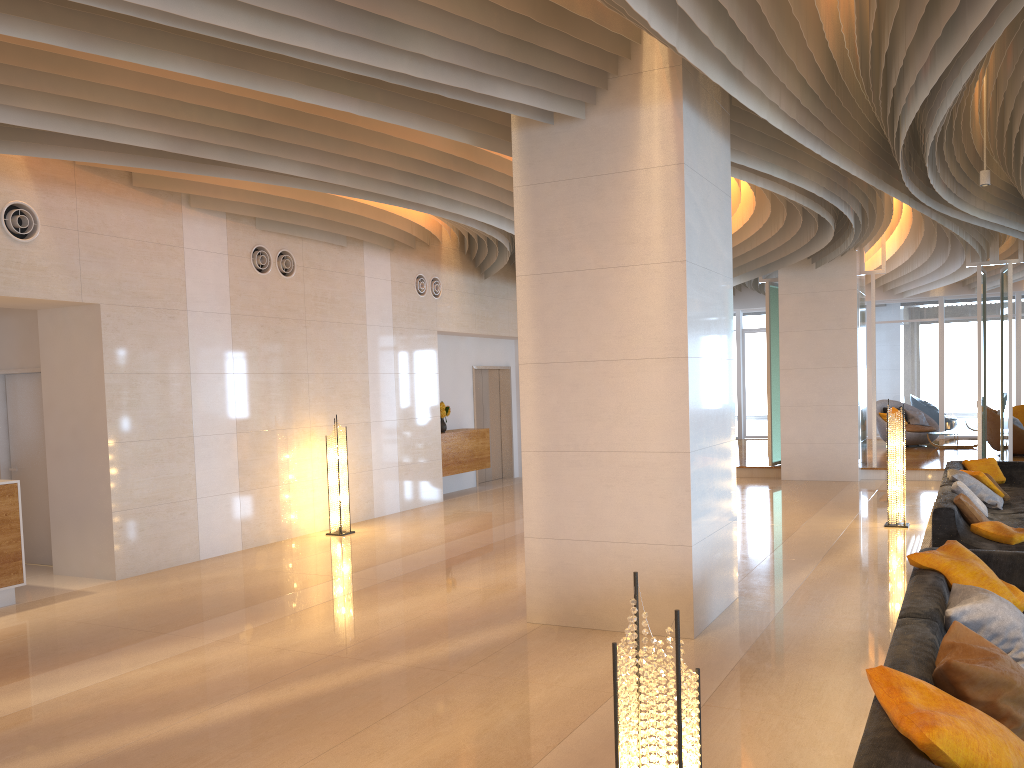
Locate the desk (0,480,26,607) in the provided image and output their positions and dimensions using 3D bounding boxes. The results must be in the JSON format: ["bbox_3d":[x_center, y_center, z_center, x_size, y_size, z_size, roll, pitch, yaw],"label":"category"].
[{"bbox_3d":[-6.113,1.391,4.760,0.885,1.052,6.747,-1,0,27],"label":"desk"}]

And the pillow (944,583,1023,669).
[{"bbox_3d":[2.349,1.225,4.368,0.414,0.378,0.593,-1,1,29],"label":"pillow"}]

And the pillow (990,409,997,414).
[{"bbox_3d":[8.909,0.668,16.316,0.367,0.423,0.612,-1,1,25],"label":"pillow"}]

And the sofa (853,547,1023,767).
[{"bbox_3d":[2.226,1.360,3.996,0.929,0.584,3.820,-1,0,27],"label":"sofa"}]

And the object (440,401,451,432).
[{"bbox_3d":[-1.085,0.510,13.916,0.264,0.498,0.237,-1,3,14],"label":"object"}]

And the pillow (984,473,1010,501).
[{"bbox_3d":[5.270,1.128,9.839,0.331,0.320,0.410,-2,1,-5],"label":"pillow"}]

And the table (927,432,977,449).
[{"bbox_3d":[9.073,1.153,18.118,1.063,0.319,0.829,-2,0,33],"label":"table"}]

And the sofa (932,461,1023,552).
[{"bbox_3d":[5.744,1.236,8.731,2.787,0.655,5.147,-2,0,27],"label":"sofa"}]

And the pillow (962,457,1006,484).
[{"bbox_3d":[5.905,1.088,11.103,0.409,0.317,0.340,-2,1,-1],"label":"pillow"}]

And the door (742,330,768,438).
[{"bbox_3d":[6.627,0.004,22.614,1.439,2.779,0.061,-1,3,26],"label":"door"}]

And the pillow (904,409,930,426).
[{"bbox_3d":[8.734,0.730,19.144,0.505,0.410,0.461,-2,1,-6],"label":"pillow"}]

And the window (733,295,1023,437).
[{"bbox_3d":[8.929,-0.391,3.248,22.245,3.228,54.117,-2,0,-7],"label":"window"}]

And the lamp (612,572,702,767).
[{"bbox_3d":[0.393,1.114,2.351,0.247,1.201,0.253,0,3,27],"label":"lamp"}]

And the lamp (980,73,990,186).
[{"bbox_3d":[4.496,-2.650,8.432,0.090,1.510,0.088,-3,3,-18],"label":"lamp"}]

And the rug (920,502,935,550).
[{"bbox_3d":[4.298,1.593,3.371,5.438,0.022,16.406,-2,0,27],"label":"rug"}]

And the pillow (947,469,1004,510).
[{"bbox_3d":[4.937,1.116,9.444,0.540,0.378,0.658,-1,1,23],"label":"pillow"}]

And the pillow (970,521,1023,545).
[{"bbox_3d":[4.147,1.242,7.451,0.422,0.136,0.404,-2,0,-29],"label":"pillow"}]

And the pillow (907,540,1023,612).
[{"bbox_3d":[2.702,1.158,5.205,0.648,0.378,0.538,-2,1,-41],"label":"pillow"}]

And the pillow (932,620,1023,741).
[{"bbox_3d":[1.863,1.198,3.432,0.437,0.411,0.608,-1,1,29],"label":"pillow"}]

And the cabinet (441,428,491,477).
[{"bbox_3d":[-0.968,1.088,14.319,0.551,0.663,1.528,-1,1,27],"label":"cabinet"}]

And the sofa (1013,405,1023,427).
[{"bbox_3d":[10.946,0.803,17.522,2.539,0.903,1.117,-2,1,16],"label":"sofa"}]

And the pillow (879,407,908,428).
[{"bbox_3d":[8.109,0.719,18.840,0.464,0.455,0.630,0,2,43],"label":"pillow"}]

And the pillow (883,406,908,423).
[{"bbox_3d":[8.316,0.696,19.194,0.614,0.423,0.366,-2,2,-30],"label":"pillow"}]

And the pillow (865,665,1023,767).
[{"bbox_3d":[1.498,1.186,2.885,0.546,0.378,0.639,-2,1,5],"label":"pillow"}]

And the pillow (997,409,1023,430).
[{"bbox_3d":[8.940,0.684,15.914,0.470,0.455,0.622,-2,1,9],"label":"pillow"}]

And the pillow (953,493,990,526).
[{"bbox_3d":[4.080,1.142,7.829,0.324,0.312,0.429,-1,1,29],"label":"pillow"}]

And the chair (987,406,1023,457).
[{"bbox_3d":[9.126,0.801,16.199,1.118,1.008,1.539,-1,1,35],"label":"chair"}]

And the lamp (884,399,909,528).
[{"bbox_3d":[4.376,0.895,10.095,0.247,1.455,0.253,0,3,27],"label":"lamp"}]

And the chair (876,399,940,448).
[{"bbox_3d":[8.420,0.832,18.975,1.534,1.008,1.122,-2,1,-21],"label":"chair"}]

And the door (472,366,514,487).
[{"bbox_3d":[-0.424,0.733,16.085,0.243,2.107,1.421,0,3,27],"label":"door"}]

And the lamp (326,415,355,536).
[{"bbox_3d":[-2.101,1.091,10.705,0.247,1.455,0.253,0,3,27],"label":"lamp"}]

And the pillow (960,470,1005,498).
[{"bbox_3d":[5.134,1.104,9.727,0.326,0.336,0.420,-2,1,-7],"label":"pillow"}]
